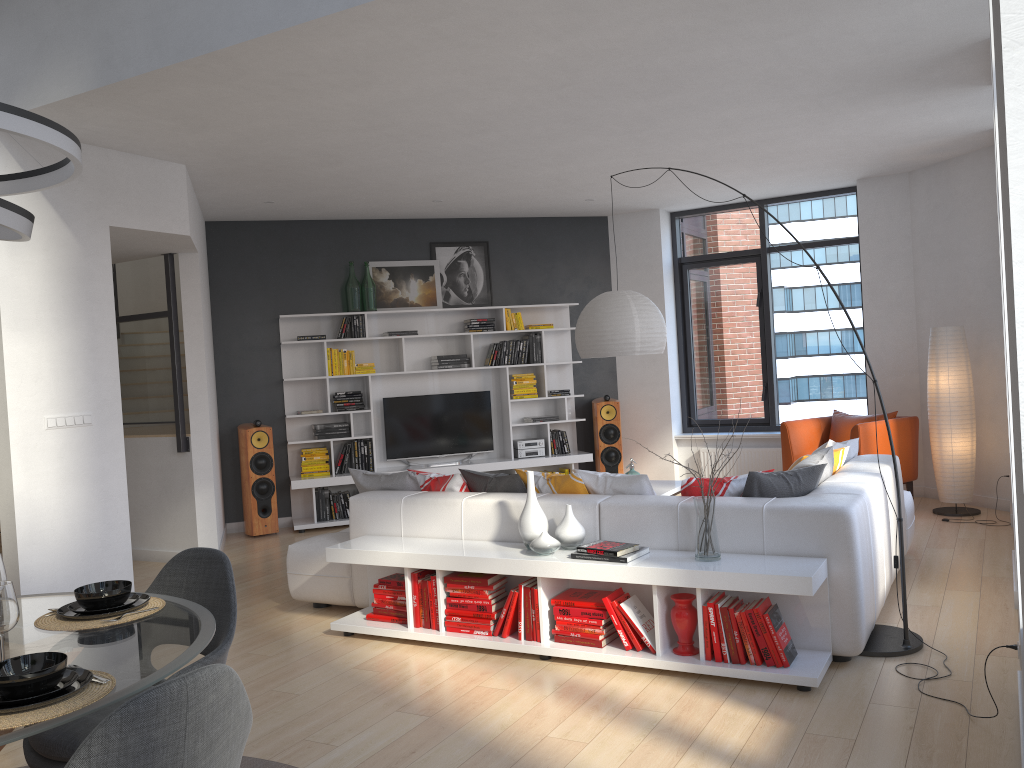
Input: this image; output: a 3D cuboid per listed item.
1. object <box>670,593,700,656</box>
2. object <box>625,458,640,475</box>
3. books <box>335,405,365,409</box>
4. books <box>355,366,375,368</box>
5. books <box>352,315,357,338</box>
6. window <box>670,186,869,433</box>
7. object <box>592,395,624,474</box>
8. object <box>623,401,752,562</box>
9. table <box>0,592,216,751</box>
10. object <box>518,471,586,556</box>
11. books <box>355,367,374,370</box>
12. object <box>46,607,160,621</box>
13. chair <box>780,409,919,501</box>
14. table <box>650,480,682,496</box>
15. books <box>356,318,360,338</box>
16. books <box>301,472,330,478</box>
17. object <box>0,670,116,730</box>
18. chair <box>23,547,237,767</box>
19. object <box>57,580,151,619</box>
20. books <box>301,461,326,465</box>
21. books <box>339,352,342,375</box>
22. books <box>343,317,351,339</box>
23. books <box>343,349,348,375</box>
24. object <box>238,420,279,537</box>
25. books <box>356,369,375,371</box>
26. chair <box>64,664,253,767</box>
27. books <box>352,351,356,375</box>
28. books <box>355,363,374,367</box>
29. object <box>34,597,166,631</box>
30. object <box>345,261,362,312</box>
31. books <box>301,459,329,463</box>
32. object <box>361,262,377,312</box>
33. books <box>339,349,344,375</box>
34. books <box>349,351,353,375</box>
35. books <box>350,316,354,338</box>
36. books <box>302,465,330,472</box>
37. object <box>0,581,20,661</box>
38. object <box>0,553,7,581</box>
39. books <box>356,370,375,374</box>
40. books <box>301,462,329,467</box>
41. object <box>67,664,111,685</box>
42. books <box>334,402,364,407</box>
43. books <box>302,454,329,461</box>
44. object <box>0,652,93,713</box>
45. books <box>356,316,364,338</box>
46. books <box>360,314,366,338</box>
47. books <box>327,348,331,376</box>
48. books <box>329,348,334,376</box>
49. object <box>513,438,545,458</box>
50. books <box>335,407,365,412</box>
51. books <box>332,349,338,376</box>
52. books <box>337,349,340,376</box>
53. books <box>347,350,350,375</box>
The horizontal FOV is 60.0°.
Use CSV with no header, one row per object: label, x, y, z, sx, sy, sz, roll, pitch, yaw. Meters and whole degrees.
object,0.795,1.105,4.081,0.125,0.258,0.125,-3,1,7
object,0.816,0.682,6.590,0.330,0.265,0.330,-4,1,-37
books,-1.584,0.223,8.667,0.270,0.025,0.189,-4,1,-17
books,-1.447,-0.167,8.708,0.187,0.014,0.134,-4,1,-16
books,-1.544,-0.557,8.686,0.025,0.232,0.176,-4,1,-16
window,2.680,-0.709,9.244,1.960,2.402,0.170,-3,1,29
object,1.011,0.650,9.360,0.290,1.088,0.434,-3,1,-1
object,0.874,0.437,4.012,0.607,0.744,0.406,-4,1,-21
table,-1.510,1.097,2.235,1.499,0.764,1.499,-3,1,18
object,0.173,0.643,4.501,0.319,0.398,0.316,-4,1,-37
books,-1.448,-0.151,8.692,0.169,0.018,0.113,-4,1,-15
object,-1.245,0.680,2.676,0.309,0.015,0.206,-3,1,34
chair,2.999,0.673,7.814,0.843,0.858,0.896,-4,1,-29
table,0.708,1.034,6.845,1.091,0.435,1.091,-3,1,29
books,-1.518,-0.544,8.688,0.021,0.200,0.147,-4,1,-16
books,-1.900,0.871,8.595,0.270,0.029,0.204,-4,1,-11
object,-1.069,0.692,1.953,0.360,0.002,0.360,-4,1,-19
chair,-1.164,1.010,2.744,0.655,0.891,0.619,-3,1,36
object,-1.233,0.649,2.680,0.258,0.074,0.258,-3,1,9
books,-1.922,0.762,8.596,0.228,0.024,0.152,-4,1,-12
books,-1.677,-0.196,8.638,0.024,0.229,0.156,-4,1,-16
books,-1.612,-0.544,8.660,0.074,0.212,0.154,-4,1,-17
books,-1.636,-0.211,8.666,0.035,0.250,0.185,-4,1,-16
object,-2.418,0.877,8.386,0.290,1.088,0.434,-4,1,-31
books,-1.447,-0.138,8.712,0.196,0.011,0.148,-4,1,-16
chair,-0.855,1.009,1.830,0.619,0.891,0.655,-3,1,31
books,-1.559,-0.208,8.690,0.024,0.234,0.172,-4,1,-16
books,-1.455,-0.187,8.718,0.186,0.026,0.138,-4,1,-16
object,-1.236,0.688,2.671,0.360,0.002,0.360,-4,1,-19
object,-1.554,-0.946,8.662,0.157,0.507,0.157,-4,1,-2
books,-1.916,0.741,8.616,0.251,0.019,0.180,-4,1,-16
object,-1.420,-0.956,8.760,0.157,0.507,0.157,-4,1,-2
books,-1.662,-0.210,8.661,0.019,0.251,0.180,-4,1,-16
books,-1.584,-0.207,8.680,0.024,0.234,0.172,-4,1,-16
books,-1.566,-0.549,8.674,0.021,0.221,0.156,-4,1,-16
books,-1.909,0.809,8.606,0.255,0.044,0.198,-4,1,-16
object,-1.227,0.589,2.128,0.083,0.220,0.083,-4,1,-10
object,-1.476,0.596,2.514,0.083,0.220,0.083,-3,1,1
books,-1.446,-0.115,8.708,0.190,0.033,0.147,-4,1,-16
books,-1.918,0.780,8.619,0.263,0.015,0.198,-4,1,-13
object,-1.073,0.684,1.965,0.206,0.015,0.309,-3,1,34
books,-1.598,0.195,8.682,0.266,0.030,0.209,-4,1,-18
books,-1.907,0.713,8.617,0.250,0.035,0.185,-4,1,-13
object,-1.067,0.654,1.957,0.258,0.074,0.258,-4,2,-41
books,-1.491,-0.554,8.697,0.038,0.218,0.169,-4,1,-16
books,-1.463,-0.563,8.698,0.019,0.230,0.174,-4,1,-16
books,-1.786,-0.211,8.611,0.029,0.270,0.204,-4,1,-16
books,-1.763,-0.212,8.627,0.025,0.270,0.213,-4,1,-16
object,0.164,0.662,9.161,0.285,0.174,0.270,-4,1,-16
books,-1.583,0.248,8.665,0.263,0.026,0.189,-4,1,-18
books,-1.730,-0.208,8.642,0.044,0.255,0.198,-4,1,-16
books,-1.701,-0.212,8.652,0.015,0.263,0.199,-4,1,-16
books,-1.608,-0.207,8.676,0.023,0.239,0.169,-4,1,-16
